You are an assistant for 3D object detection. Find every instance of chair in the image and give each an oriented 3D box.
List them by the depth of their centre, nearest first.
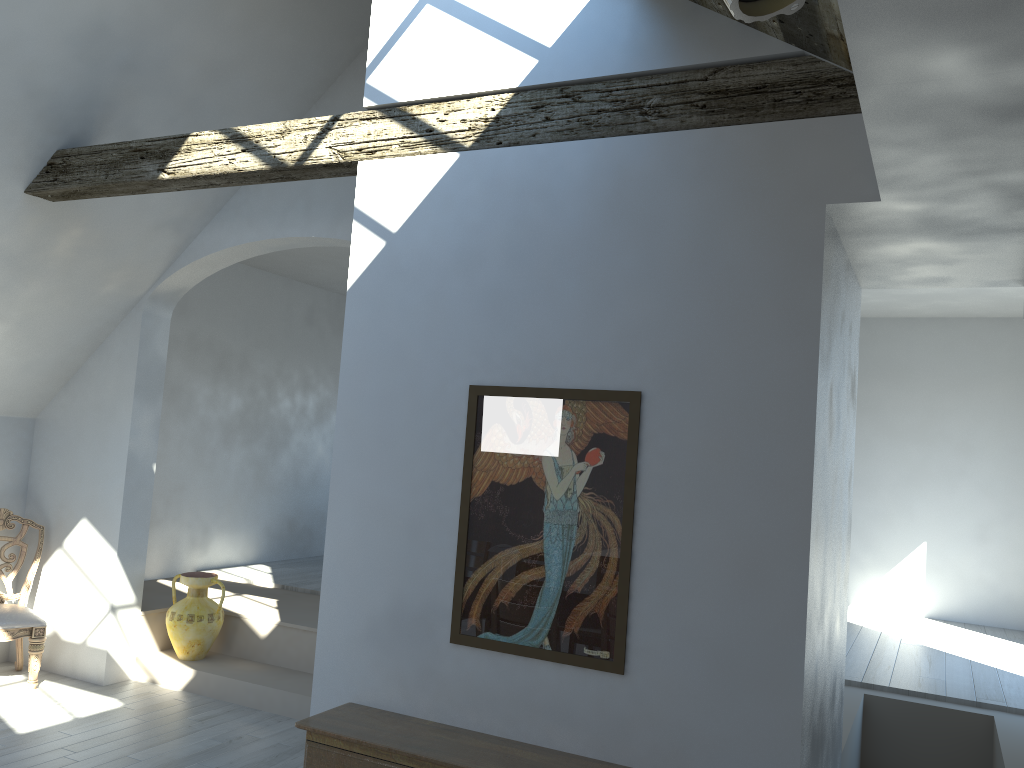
[{"bbox_3d":[-3.518,1.465,6.103,0.552,1.159,0.655,8,-6,-39],"label":"chair"}]

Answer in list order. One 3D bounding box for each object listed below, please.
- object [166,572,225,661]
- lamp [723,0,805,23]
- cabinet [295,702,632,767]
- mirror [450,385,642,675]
[{"bbox_3d":[-2.311,1.695,6.472,0.402,0.605,0.396,5,-4,-17],"label":"object"},{"bbox_3d":[0.416,-0.804,1.477,0.235,0.386,0.265,8,-6,-42],"label":"lamp"},{"bbox_3d":[-0.130,1.713,3.260,1.481,0.714,0.383,2,-5,26],"label":"cabinet"},{"bbox_3d":[0.118,0.537,3.462,0.736,1.047,0.009,2,-5,26],"label":"mirror"}]
